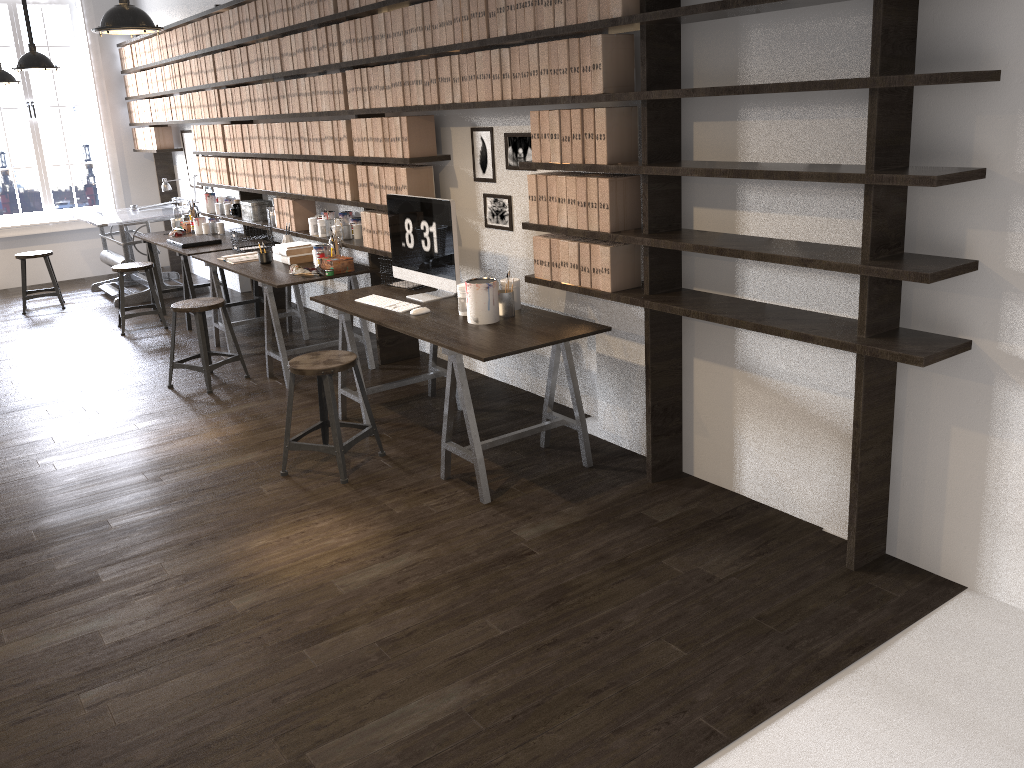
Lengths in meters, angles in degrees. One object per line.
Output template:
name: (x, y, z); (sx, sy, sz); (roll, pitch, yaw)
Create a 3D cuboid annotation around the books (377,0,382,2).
books: (-0.646, -2.177, 4.783); (0.175, 0.222, 0.067); (-14, 19, -34)

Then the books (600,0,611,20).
books: (0.423, -1.517, 3.414); (0.175, 0.222, 0.067); (-14, 19, -33)

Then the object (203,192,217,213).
object: (-2.723, -1.636, 8.001); (0.108, 0.174, 0.107); (-13, 18, -32)

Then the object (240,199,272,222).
object: (-2.087, -1.420, 7.244); (0.194, 0.150, 0.319); (-14, 20, -33)

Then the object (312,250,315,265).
object: (-1.252, -0.818, 5.713); (0.062, 0.093, 0.062); (1, 16, 15)

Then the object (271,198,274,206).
object: (-1.880, -1.399, 7.104); (0.079, 0.186, 0.079); (7, 18, 33)

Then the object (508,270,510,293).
object: (-0.017, -0.420, 4.080); (0.007, 0.202, 0.046); (7, 18, 34)

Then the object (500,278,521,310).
object: (-0.006, -0.422, 4.183); (0.095, 0.143, 0.095); (-8, 16, -17)

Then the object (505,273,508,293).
object: (-0.030, -0.419, 4.074); (0.007, 0.178, 0.055); (8, 19, 35)

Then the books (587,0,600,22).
books: (0.380, -1.530, 3.465); (0.175, 0.223, 0.067); (-14, 19, -34)

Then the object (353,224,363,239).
object: (-1.013, -1.003, 5.826); (0.062, 0.094, 0.062); (-4, 16, -3)

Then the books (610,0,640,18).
books: (0.458, -1.502, 3.364); (0.175, 0.222, 0.067); (-14, 19, -33)

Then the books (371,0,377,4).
books: (-0.688, -2.190, 4.833); (0.175, 0.223, 0.067); (-14, 19, -33)

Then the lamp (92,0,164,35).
lamp: (-1.849, -2.715, 3.848); (0.313, 2.223, 0.314); (-6, 15, -10)

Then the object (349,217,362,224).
object: (-1.035, -1.047, 5.930); (0.094, 0.128, 0.095); (11, 21, 40)

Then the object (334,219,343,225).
object: (-1.162, -1.049, 5.965); (0.062, 0.118, 0.062); (4, 17, 23)

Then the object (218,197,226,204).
object: (-2.601, -1.613, 7.964); (0.070, 0.129, 0.071); (-2, 16, 3)

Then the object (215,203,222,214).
object: (-2.595, -1.552, 7.843); (0.062, 0.093, 0.062); (10, 20, 39)

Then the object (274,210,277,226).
object: (-1.756, -1.265, 6.748); (0.094, 0.126, 0.096); (-11, 18, -27)

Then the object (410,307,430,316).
object: (-0.434, -0.346, 4.197); (0.107, 0.028, 0.059); (-16, 21, -36)

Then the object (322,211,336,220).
object: (-1.263, -1.112, 6.132); (0.094, 0.160, 0.095); (-15, 20, -37)

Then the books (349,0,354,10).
books: (-0.846, -2.253, 5.059); (0.175, 0.223, 0.067); (-14, 19, -33)

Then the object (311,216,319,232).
object: (-1.371, -1.111, 6.202); (0.063, 0.116, 0.063); (-2, 16, 6)

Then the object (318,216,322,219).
object: (-1.324, -1.104, 6.168); (0.044, 0.126, 0.045); (-13, 18, -33)

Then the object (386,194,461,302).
object: (-0.425, -0.694, 4.502); (0.205, 0.511, 0.648); (-13, 19, -33)

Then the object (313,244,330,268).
object: (-1.200, -0.809, 5.613); (0.104, 0.140, 0.106); (-11, 18, -26)

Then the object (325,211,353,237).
object: (-1.179, -1.087, 6.036); (0.206, 0.160, 0.095); (-14, 19, -32)

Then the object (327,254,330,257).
object: (-1.125, -0.770, 5.561); (0.060, 0.087, 0.060); (-12, 18, -29)

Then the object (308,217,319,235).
object: (-1.374, -1.090, 6.134); (0.062, 0.118, 0.062); (1, 16, 15)

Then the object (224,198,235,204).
object: (-2.513, -1.591, 7.912); (0.094, 0.126, 0.096); (-4, 16, -4)

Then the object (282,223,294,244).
object: (-1.600, -1.042, 6.311); (0.101, 0.206, 0.103); (0, 16, 10)

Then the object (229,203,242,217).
object: (-2.372, -1.488, 7.576); (0.091, 0.107, 0.172); (-14, 20, -33)

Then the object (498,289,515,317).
object: (-0.030, -0.366, 4.060); (0.082, 0.121, 0.084); (6, 18, 29)

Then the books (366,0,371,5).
books: (-0.723, -2.207, 4.890); (0.175, 0.223, 0.067); (-14, 19, -34)

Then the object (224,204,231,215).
object: (-2.488, -1.531, 7.759); (0.062, 0.093, 0.062); (10, 20, 39)

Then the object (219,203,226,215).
object: (-2.543, -1.539, 7.797); (0.063, 0.092, 0.064); (10, 20, 39)

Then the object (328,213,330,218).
object: (-1.232, -1.099, 6.054); (0.036, 0.147, 0.005); (-6, 15, -11)

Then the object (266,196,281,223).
object: (-1.864, -1.397, 6.936); (0.182, 0.268, 0.158); (9, 20, 38)

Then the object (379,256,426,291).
object: (-0.575, -0.618, 4.864); (0.205, 0.159, 0.286); (-18, 22, -40)

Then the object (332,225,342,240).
object: (-1.150, -0.994, 5.822); (0.062, 0.094, 0.062); (-4, 16, -3)

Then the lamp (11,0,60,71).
lamp: (-3.468, -3.324, 6.060); (0.311, 2.223, 0.316); (7, 18, 34)

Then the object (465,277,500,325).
object: (-0.132, -0.368, 3.970); (0.144, 0.193, 0.147); (5, 18, 26)

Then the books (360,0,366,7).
books: (-0.764, -2.222, 4.946); (0.175, 0.223, 0.067); (-14, 19, -34)

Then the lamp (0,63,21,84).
lamp: (-4.604, -3.749, 7.604); (0.311, 2.223, 0.316); (7, 18, 34)

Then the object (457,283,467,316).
object: (-0.206, -0.393, 4.125); (0.094, 0.143, 0.096); (-6, 16, -8)

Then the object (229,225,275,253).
object: (-1.915, -1.074, 6.543); (0.285, 0.159, 0.205); (-15, 20, -33)

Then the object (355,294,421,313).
object: (-0.626, -0.404, 4.438); (0.119, 0.017, 0.442); (-17, 22, -37)

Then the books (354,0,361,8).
books: (-0.808, -2.237, 5.000); (0.175, 0.223, 0.067); (-14, 19, -33)

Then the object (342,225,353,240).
object: (-1.083, -0.996, 5.820); (0.062, 0.093, 0.064); (-4, 16, -3)

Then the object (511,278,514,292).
object: (-0.004, -0.403, 4.060); (0.007, 0.155, 0.054); (8, 19, 37)

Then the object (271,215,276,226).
object: (-1.765, -1.273, 6.830); (0.181, 0.092, 0.062); (-10, 17, -20)

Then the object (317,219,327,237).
object: (-1.287, -1.059, 6.021); (0.062, 0.118, 0.062); (4, 17, 23)

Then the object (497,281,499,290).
object: (-0.105, -0.410, 4.161); (0.096, 0.141, 0.098); (-8, 16, -17)

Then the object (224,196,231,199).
object: (-2.582, -1.637, 8.039); (0.072, 0.127, 0.072); (0, 16, 12)

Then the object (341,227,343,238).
object: (-1.112, -1.010, 5.901); (0.054, 0.080, 0.055); (12, 22, 43)

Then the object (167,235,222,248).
object: (-2.534, -1.137, 7.057); (0.314, 0.033, 0.449); (-15, 21, -33)
